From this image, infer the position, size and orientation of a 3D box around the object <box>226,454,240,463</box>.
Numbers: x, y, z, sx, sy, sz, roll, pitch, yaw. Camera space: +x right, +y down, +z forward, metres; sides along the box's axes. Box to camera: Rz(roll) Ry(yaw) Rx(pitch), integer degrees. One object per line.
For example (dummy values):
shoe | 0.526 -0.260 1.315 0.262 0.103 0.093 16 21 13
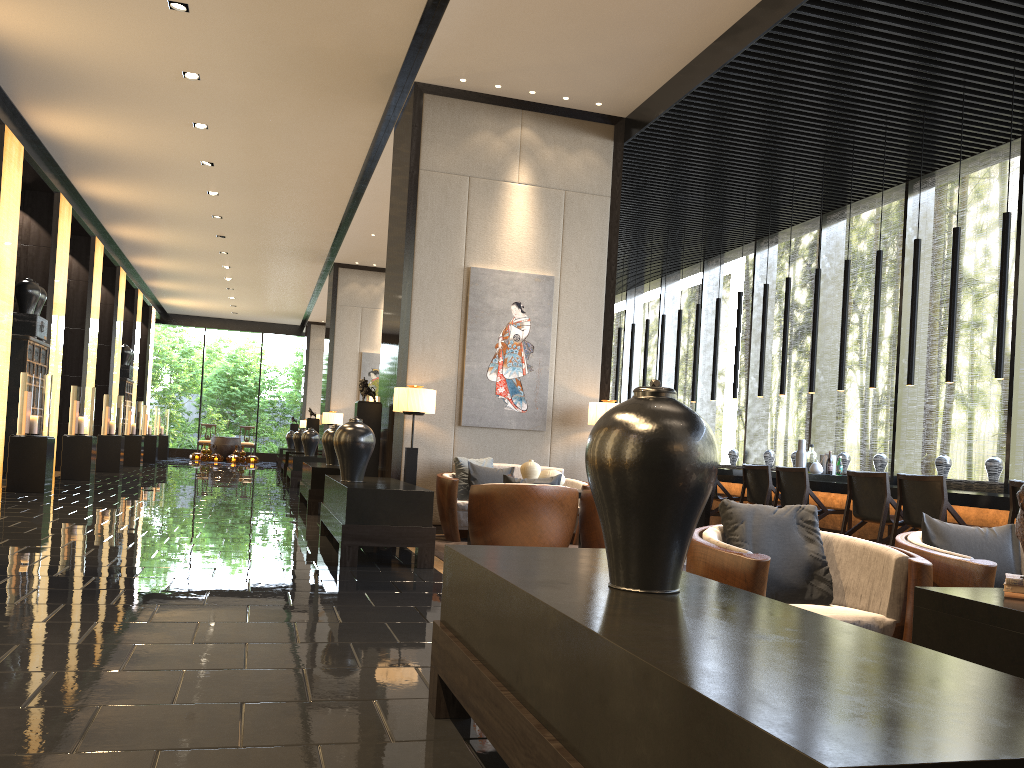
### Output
object | -7.973 2.130 25.322 0.370 0.229 0.370 4 -3 -13

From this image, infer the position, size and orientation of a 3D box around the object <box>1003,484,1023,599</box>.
object | 1.373 0.403 2.284 0.173 0.309 0.229 2 -2 30

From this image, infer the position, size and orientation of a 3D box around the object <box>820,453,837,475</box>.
object | 3.291 0.833 9.229 0.169 0.219 0.169 4 -2 -21

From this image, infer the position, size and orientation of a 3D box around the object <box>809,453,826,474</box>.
object | 3.116 0.811 9.058 0.136 0.217 0.135 4 -2 -29

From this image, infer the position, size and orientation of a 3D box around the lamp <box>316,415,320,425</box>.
lamp | -3.872 1.284 18.228 0.375 1.349 0.375 3 -1 3

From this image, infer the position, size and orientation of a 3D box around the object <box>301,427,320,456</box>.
object | -3.503 1.001 15.387 0.311 0.492 0.312 3 -2 3

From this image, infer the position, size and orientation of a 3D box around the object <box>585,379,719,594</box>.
object | 0.325 0.236 2.091 0.312 0.492 0.311 4 -2 -27

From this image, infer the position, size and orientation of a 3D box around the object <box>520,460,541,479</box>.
object | 0.151 0.739 7.260 0.171 0.235 0.171 3 -2 19

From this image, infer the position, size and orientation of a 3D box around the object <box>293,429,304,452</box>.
object | -4.569 1.215 19.089 0.311 0.492 0.312 3 -2 3

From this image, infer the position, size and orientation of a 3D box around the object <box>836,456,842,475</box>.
object | 3.366 0.839 9.093 0.056 0.197 0.056 4 -1 -14

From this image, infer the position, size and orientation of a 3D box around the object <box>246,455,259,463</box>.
object | -7.624 2.201 26.004 0.371 0.229 0.369 6 -5 -43

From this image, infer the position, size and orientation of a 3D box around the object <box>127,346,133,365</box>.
object | -8.935 -0.659 20.492 0.312 0.492 0.311 5 -2 -35

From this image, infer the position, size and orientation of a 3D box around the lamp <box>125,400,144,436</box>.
lamp | -8.086 0.730 18.949 0.337 0.728 0.337 4 -2 -14

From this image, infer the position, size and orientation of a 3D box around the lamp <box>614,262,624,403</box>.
lamp | 1.694 -0.831 13.894 0.060 2.418 0.060 4 -1 -21

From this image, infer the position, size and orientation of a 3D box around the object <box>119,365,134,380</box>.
object | -8.902 -0.263 20.321 0.365 0.314 0.606 4 -4 -16

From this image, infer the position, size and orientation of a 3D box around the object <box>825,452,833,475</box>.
object | 3.265 0.814 9.105 0.067 0.237 0.067 4 -1 -22

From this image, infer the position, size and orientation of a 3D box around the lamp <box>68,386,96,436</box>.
lamp | -6.461 0.405 13.305 0.337 0.728 0.337 4 -2 -14

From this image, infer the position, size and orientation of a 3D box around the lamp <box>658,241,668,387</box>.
lamp | 2.123 -0.917 12.402 0.060 2.418 0.060 4 -1 -21

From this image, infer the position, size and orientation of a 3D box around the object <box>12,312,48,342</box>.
object | -6.462 -0.751 11.846 0.365 0.314 0.606 4 -4 -16

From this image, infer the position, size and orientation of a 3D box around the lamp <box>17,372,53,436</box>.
lamp | -5.648 0.242 10.483 0.337 0.728 0.337 4 -1 -11

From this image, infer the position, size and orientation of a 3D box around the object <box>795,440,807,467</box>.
object | 2.990 0.748 9.150 0.113 0.344 0.113 4 -1 -21

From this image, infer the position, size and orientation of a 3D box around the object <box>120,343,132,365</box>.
object | -8.843 -0.677 20.172 0.312 0.492 0.311 5 -2 -42

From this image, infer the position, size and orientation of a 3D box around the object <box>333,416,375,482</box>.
object | -1.189 0.487 6.661 0.311 0.492 0.312 3 -2 3

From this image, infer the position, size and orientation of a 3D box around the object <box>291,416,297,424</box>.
object | -6.384 1.049 25.932 0.176 0.245 0.115 4 -2 -11

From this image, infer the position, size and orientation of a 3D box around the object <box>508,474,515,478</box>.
object | -0.022 0.794 7.304 0.091 0.112 0.092 2 -3 36

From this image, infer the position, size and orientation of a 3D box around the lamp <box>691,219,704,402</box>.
lamp | 2.406 -0.974 11.421 0.060 2.418 0.060 4 -1 -21

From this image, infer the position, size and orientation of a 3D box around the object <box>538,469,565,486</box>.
object | 0.321 0.795 7.368 0.245 0.168 0.246 4 -3 -13

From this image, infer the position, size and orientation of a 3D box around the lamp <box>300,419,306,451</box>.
lamp | -5.860 1.681 25.133 0.374 1.349 0.375 3 -1 14

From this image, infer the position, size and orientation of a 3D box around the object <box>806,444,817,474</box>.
object | 3.119 0.781 9.233 0.129 0.305 0.129 4 -2 -30

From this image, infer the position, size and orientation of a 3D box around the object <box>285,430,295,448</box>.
object | -6.003 1.501 24.068 0.311 0.492 0.312 3 -2 3

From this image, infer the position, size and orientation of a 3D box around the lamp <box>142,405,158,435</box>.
lamp | -8.898 0.892 21.771 0.337 0.728 0.337 4 -2 -14

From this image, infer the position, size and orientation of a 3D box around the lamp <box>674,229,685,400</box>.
lamp | 2.264 -0.945 11.914 0.060 2.418 0.060 4 -1 -21

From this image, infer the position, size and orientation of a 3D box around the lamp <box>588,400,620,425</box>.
lamp | 0.885 0.831 8.427 0.374 1.349 0.375 3 -1 14

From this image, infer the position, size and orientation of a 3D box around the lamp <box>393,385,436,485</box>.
lamp | -0.902 0.691 7.912 0.374 1.346 0.376 3 -1 35

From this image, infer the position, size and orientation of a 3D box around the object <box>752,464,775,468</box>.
object | 2.551 0.854 9.006 0.227 0.067 0.228 4 -4 -13

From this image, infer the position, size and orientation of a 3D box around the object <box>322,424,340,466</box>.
object | -2.114 0.723 10.561 0.312 0.492 0.311 5 -2 -35

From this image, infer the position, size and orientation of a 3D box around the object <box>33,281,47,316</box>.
object | -6.495 -1.147 12.017 0.312 0.492 0.311 5 -2 -35

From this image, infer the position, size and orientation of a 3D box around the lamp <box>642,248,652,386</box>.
lamp | 1.978 -0.888 12.907 0.060 2.418 0.060 4 -1 -21

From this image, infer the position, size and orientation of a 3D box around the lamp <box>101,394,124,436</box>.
lamp | -7.273 0.567 16.127 0.337 0.728 0.337 4 -2 -14

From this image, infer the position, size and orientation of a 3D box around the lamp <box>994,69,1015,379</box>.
lamp | 3.758 -1.244 6.723 0.060 2.418 0.060 3 -1 -11

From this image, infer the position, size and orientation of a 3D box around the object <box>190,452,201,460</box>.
object | -9.108 2.084 25.596 0.369 0.229 0.370 3 -3 2

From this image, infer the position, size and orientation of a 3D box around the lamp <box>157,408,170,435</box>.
lamp | -9.711 1.055 24.593 0.337 0.728 0.336 4 -2 -29

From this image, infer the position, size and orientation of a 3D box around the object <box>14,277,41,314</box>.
object | -6.403 -1.165 11.698 0.311 0.492 0.312 2 -2 40

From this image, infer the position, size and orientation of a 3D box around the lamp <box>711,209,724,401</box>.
lamp | 2.548 -1.002 10.927 0.060 2.418 0.060 4 -1 -21

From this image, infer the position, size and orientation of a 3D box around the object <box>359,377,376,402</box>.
object | -1.420 0.057 8.695 0.176 0.245 0.115 4 -2 -16

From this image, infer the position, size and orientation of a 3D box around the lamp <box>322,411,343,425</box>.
lamp | -3.372 1.184 16.490 0.375 1.349 0.375 3 -1 3

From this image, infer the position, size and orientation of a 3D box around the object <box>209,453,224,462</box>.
object | -8.414 2.094 25.191 0.369 0.229 0.370 3 -3 7

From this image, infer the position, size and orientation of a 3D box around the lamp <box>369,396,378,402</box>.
lamp | -1.403 0.805 9.649 0.374 1.317 0.376 3 -1 28

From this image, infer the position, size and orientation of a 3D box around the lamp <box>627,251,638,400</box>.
lamp | 1.836 -0.860 13.401 0.060 2.418 0.060 4 -1 -21

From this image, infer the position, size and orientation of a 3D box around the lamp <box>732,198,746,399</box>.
lamp | 2.691 -1.031 10.432 0.060 2.418 0.060 4 -1 -21

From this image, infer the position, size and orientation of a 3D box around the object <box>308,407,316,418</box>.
object | -3.906 0.566 17.312 0.162 0.217 0.102 4 -2 -28
